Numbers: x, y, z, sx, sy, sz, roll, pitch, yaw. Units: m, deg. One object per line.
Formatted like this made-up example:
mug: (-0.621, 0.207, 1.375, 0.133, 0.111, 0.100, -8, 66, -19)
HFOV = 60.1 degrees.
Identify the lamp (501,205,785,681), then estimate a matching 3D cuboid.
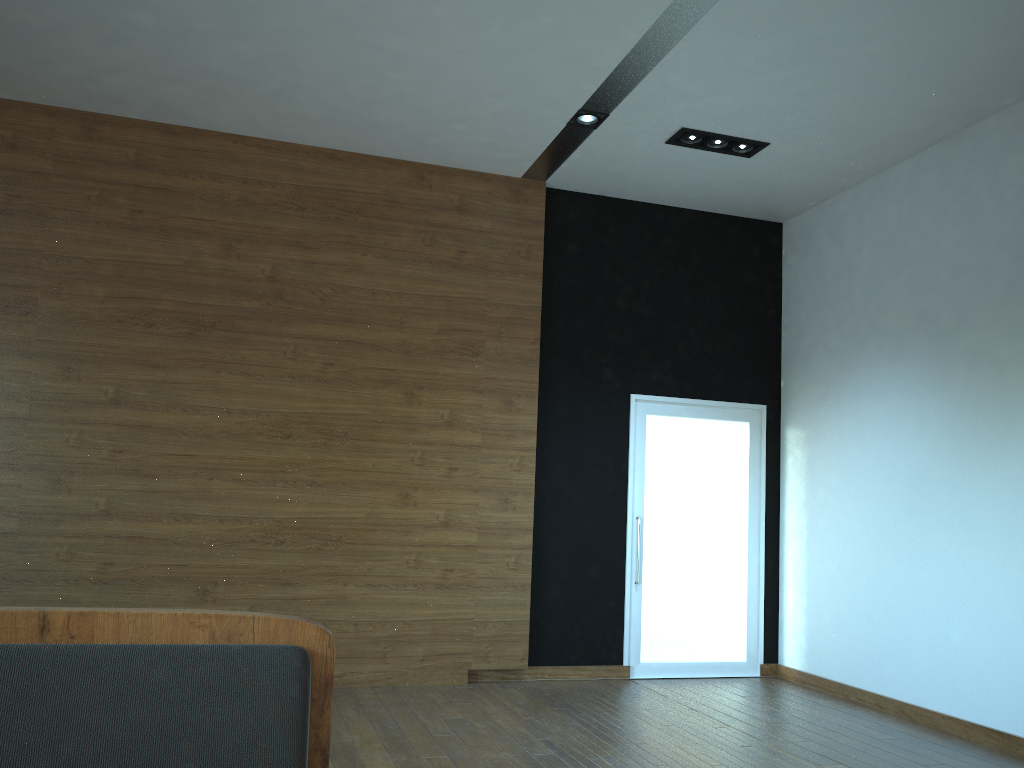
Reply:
lamp: (-1.557, -0.216, 3.479, 9.400, 3.690, 16.757, 5, -8, -16)

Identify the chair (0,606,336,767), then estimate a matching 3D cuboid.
chair: (-0.277, 0.686, 0.309, 0.707, 1.122, 0.699, 4, -7, -14)

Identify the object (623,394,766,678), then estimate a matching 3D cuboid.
object: (1.429, 1.204, 7.009, 1.198, 2.150, 0.201, 4, -6, -17)
